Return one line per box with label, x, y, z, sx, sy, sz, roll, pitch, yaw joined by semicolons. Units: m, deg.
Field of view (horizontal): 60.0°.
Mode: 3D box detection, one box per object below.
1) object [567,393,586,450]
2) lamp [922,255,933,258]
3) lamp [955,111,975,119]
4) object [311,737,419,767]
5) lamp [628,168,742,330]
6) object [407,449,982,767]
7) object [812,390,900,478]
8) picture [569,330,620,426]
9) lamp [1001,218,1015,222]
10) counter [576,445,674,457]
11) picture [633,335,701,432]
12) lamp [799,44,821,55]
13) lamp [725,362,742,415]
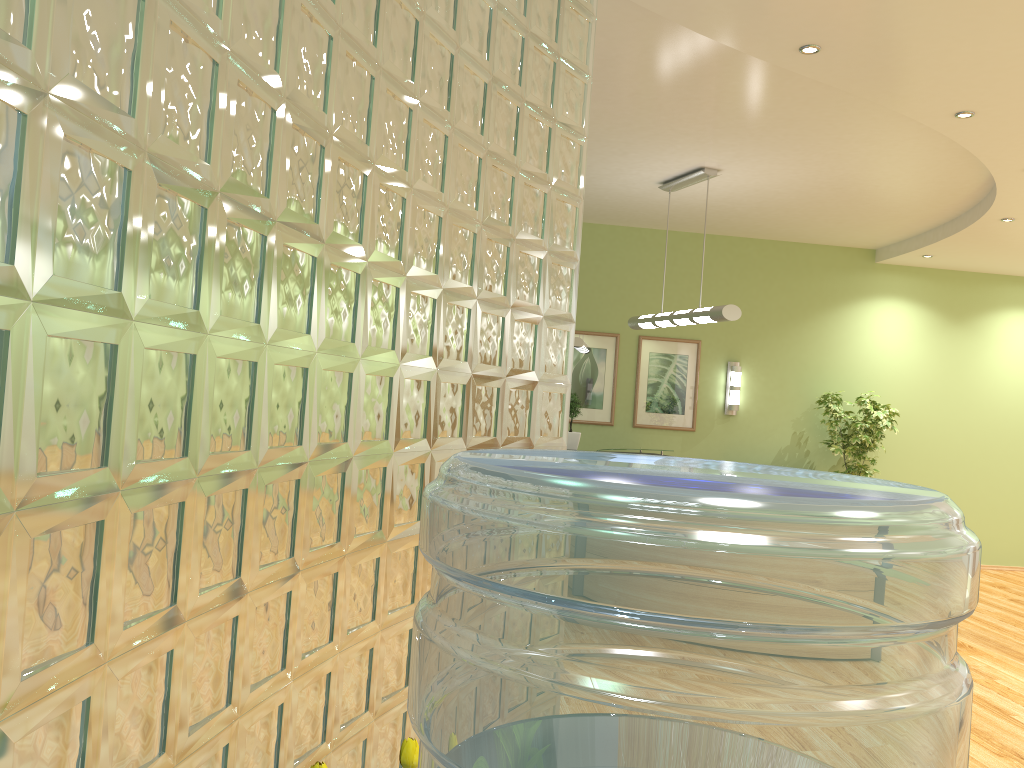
object;0.519;0.323;7.807;0.216;0.507;0.230;4;-1;20
lamp;4.365;-1.339;9.314;0.105;0.011;0.105;5;-1;-39
lamp;2.591;-1.538;5.076;0.105;0.011;0.105;3;-1;41
object;-0.154;0.707;1.149;0.219;0.459;0.201;4;-1;24
lamp;1.438;-1.109;7.407;0.197;1.249;1.470;4;-1;-21
object;0.050;0.801;0.503;0.353;1.506;0.353;4;-1;1
object;3.647;1.012;9.484;0.916;1.905;0.649;4;-1;-18
picture;0.786;-0.069;9.538;0.700;1.000;0.025;4;-1;-6
lamp;4.189;-1.383;7.493;0.105;0.011;0.105;4;-1;-16
counter;1.322;0.665;7.379;1.837;0.078;3.674;4;-1;-21
picture;1.689;-0.003;9.637;0.700;1.000;0.025;4;-1;-6
lamp;1.454;-1.632;4.331;0.105;0.011;0.105;5;-1;-36
lamp;2.416;0.048;9.658;0.134;0.580;0.142;4;-1;-6
